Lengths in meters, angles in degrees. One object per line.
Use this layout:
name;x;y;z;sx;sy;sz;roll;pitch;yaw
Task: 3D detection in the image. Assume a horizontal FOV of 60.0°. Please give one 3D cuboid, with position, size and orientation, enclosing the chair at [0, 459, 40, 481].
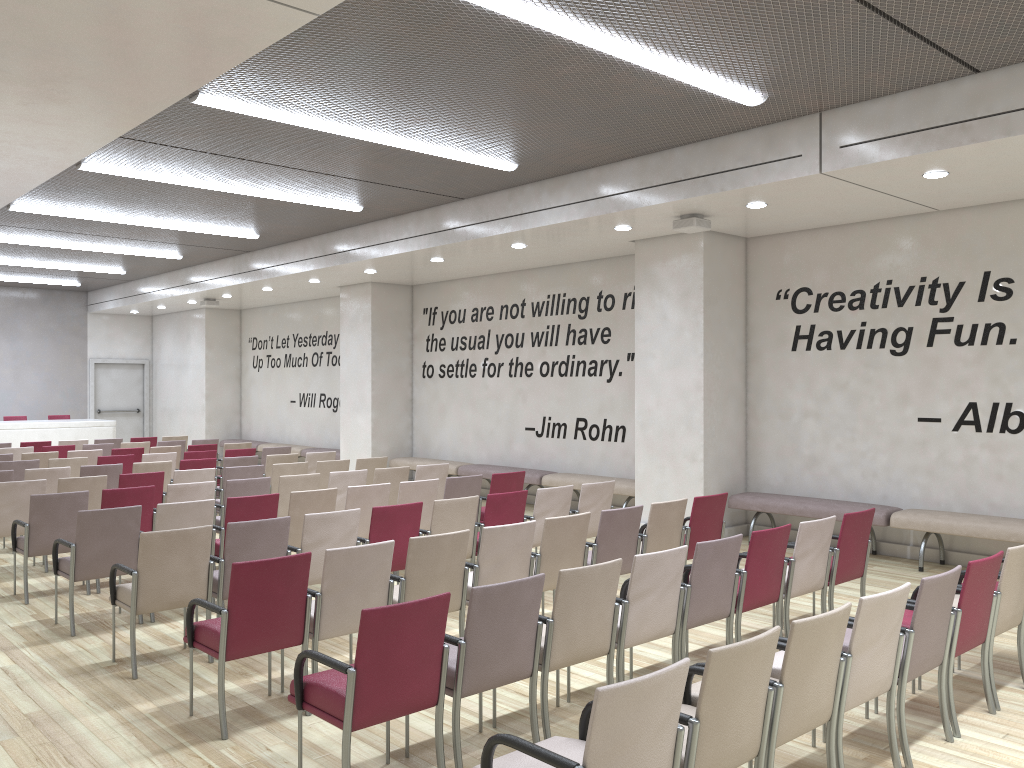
chair;-5.979;1.343;10.617;0.513;0.890;0.640;0;0;-42

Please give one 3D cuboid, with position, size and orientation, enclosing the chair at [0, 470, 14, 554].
chair;-5.565;1.342;9.342;0.513;0.890;0.640;0;0;-41

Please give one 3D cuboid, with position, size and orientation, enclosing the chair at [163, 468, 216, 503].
chair;-3.526;1.340;9.531;0.513;0.890;0.640;0;0;-43

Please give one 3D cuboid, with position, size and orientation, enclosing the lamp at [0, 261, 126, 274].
lamp;-8.861;-2.185;16.366;3.304;0.045;0.198;0;0;-42

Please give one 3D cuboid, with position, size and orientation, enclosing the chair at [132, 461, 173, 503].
chair;-4.331;1.341;10.438;0.513;0.890;0.640;0;0;-42

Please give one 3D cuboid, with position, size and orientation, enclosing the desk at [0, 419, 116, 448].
desk;-9.921;1.273;17.435;3.652;1.042;1.456;0;0;-42

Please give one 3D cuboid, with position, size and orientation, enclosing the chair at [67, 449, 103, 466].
chair;-5.987;1.344;12.262;0.513;0.890;0.640;0;0;-42

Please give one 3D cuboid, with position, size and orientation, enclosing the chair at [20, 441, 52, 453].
chair;-7.643;1.346;14.090;0.513;0.890;0.640;0;0;-43

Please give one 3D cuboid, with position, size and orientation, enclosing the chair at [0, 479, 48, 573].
chair;-4.740;1.341;8.419;0.513;0.890;0.640;0;0;-42

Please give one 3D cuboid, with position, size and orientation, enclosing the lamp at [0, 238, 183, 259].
lamp;-6.976;-2.188;14.286;3.304;0.045;0.198;0;0;-42

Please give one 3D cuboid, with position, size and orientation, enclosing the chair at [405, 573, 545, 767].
chair;-0.204;1.335;4.245;0.513;0.890;0.640;0;0;-42

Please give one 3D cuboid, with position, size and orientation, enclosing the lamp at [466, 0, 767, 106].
lamp;0.688;-2.198;5.826;3.304;0.045;0.198;0;0;-42

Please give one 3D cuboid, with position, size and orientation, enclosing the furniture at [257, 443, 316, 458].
furniture;-4.581;1.514;18.124;0.530;0.550;1.833;0;0;-42

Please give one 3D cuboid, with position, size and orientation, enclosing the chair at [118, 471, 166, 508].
chair;-3.921;1.340;9.156;0.513;0.890;0.640;0;0;-42

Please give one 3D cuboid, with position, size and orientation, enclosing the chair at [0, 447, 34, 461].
chair;-7.233;1.345;12.810;0.513;0.890;0.640;0;0;-43

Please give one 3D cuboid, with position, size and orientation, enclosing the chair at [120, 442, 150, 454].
chair;-6.010;1.345;13.917;0.513;0.890;0.640;0;0;-43

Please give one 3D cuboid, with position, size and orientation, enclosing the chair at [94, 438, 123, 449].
chair;-6.830;1.346;14.819;0.513;0.890;0.640;0;0;-41

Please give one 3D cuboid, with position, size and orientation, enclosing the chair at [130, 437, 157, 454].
chair;-6.413;1.346;15.199;0.513;0.890;0.640;0;0;-43

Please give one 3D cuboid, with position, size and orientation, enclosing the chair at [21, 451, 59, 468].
chair;-6.410;1.344;11.894;0.513;0.890;0.640;0;0;-43

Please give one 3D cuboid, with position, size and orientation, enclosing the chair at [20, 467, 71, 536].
chair;-5.151;1.342;9.697;0.513;0.890;0.640;0;0;-42

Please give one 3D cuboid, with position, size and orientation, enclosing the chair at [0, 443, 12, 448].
chair;-8.061;1.346;13.723;0.513;0.890;0.640;0;0;-41

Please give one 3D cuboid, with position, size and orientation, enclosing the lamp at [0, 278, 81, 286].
lamp;-10.776;-2.182;18.479;3.304;0.045;0.198;0;0;-42

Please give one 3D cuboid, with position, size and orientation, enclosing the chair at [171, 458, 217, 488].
chair;-3.941;1.341;10.817;0.513;0.890;0.640;0;0;-43

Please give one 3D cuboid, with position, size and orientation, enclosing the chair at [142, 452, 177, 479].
chair;-4.764;1.342;11.720;0.513;0.890;0.640;0;0;-42

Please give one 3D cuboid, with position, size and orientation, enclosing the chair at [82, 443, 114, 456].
chair;-6.404;1.345;13.545;0.513;0.890;0.640;0;0;-42

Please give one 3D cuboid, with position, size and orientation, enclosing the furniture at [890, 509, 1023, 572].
furniture;4.461;1.502;8.143;0.530;0.550;1.833;0;0;-42

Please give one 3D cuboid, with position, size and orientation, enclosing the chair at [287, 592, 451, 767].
chair;-0.623;1.335;3.865;0.513;0.890;0.640;0;0;-43

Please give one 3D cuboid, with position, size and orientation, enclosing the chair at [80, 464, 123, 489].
chair;-4.745;1.342;10.067;0.513;0.890;0.640;0;0;-41

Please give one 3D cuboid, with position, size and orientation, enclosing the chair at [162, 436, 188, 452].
chair;-6.015;1.345;15.553;0.513;0.890;0.640;0;0;-42

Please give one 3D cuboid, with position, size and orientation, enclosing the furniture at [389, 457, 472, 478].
furniture;-1.313;1.510;14.516;0.530;0.550;1.833;0;0;-42

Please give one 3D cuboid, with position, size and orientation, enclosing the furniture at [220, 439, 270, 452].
furniture;-5.829;1.516;19.501;0.530;0.550;1.833;0;0;-42

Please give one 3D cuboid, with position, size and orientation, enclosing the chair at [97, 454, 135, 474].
chair;-5.170;1.343;11.363;0.513;0.890;0.640;0;0;-43

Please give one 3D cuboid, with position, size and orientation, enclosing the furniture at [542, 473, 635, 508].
furniture;1.180;1.506;11.764;0.530;0.550;1.833;0;0;-42

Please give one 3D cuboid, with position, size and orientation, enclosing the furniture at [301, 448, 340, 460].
furniture;-3.336;1.512;16.749;0.530;0.550;1.833;0;0;-42

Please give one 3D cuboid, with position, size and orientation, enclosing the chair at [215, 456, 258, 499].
chair;-3.537;1.341;11.176;0.513;0.890;0.640;0;0;-42

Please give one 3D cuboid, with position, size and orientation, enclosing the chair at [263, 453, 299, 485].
chair;-3.123;1.341;11.540;0.513;0.890;0.640;0;0;-43

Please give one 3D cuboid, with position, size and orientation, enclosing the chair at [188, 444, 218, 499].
chair;-4.779;1.343;13.370;0.513;0.890;0.640;0;0;-42

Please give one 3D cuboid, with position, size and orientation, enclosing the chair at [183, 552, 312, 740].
chair;-1.427;1.336;4.780;0.513;0.890;0.640;0;0;-43

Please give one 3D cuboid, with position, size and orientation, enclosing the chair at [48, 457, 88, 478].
chair;-5.577;1.343;10.981;0.513;0.890;0.640;0;0;-42

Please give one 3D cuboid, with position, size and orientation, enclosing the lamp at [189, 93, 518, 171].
lamp;-1.225;-2.195;7.938;3.304;0.045;0.198;0;0;-42

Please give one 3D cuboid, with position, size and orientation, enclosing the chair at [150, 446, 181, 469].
chair;-5.184;1.343;13.002;0.513;0.890;0.640;0;0;-43

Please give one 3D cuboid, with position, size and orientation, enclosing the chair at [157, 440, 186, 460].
chair;-5.587;1.344;14.282;0.513;0.890;0.640;0;0;-42

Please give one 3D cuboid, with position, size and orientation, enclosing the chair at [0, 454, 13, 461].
chair;-6.804;1.344;11.522;0.513;0.890;0.640;0;0;-43

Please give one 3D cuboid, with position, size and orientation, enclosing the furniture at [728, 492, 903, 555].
furniture;3.213;1.503;9.520;0.530;0.550;1.833;0;0;-42

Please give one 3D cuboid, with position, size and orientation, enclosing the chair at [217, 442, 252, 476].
chair;-4.371;1.343;13.737;0.513;0.890;0.640;0;0;-43

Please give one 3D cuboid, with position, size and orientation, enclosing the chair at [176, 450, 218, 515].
chair;-4.355;1.342;12.080;0.513;0.890;0.640;0;0;-42

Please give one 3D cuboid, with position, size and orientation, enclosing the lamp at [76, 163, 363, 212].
lamp;-3.148;-2.193;10.060;3.304;0.045;0.198;0;0;-42

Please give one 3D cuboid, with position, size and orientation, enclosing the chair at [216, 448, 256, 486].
chair;-3.940;1.342;12.468;0.513;0.890;0.640;0;0;-42

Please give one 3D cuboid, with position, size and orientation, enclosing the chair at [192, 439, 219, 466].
chair;-5.179;1.344;14.649;0.513;0.890;0.640;0;0;-42

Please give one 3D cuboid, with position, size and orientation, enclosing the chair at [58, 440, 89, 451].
chair;-7.233;1.346;14.466;0.513;0.890;0.640;0;0;-42

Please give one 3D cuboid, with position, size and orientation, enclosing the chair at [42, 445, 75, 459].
chair;-6.820;1.345;13.189;0.513;0.890;0.640;0;0;-42

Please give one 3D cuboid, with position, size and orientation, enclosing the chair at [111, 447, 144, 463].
chair;-5.574;1.344;12.635;0.513;0.890;0.640;0;0;-43

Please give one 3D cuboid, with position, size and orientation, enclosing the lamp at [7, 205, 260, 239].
lamp;-5.042;-2.190;12.150;3.304;0.045;0.198;0;0;-42

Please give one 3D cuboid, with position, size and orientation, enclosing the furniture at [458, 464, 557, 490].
furniture;-0.065;1.508;13.139;0.530;0.550;1.833;0;0;-42

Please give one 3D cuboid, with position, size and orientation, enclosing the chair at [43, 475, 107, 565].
chair;-4.336;1.341;8.783;0.513;0.890;0.640;0;0;-42
